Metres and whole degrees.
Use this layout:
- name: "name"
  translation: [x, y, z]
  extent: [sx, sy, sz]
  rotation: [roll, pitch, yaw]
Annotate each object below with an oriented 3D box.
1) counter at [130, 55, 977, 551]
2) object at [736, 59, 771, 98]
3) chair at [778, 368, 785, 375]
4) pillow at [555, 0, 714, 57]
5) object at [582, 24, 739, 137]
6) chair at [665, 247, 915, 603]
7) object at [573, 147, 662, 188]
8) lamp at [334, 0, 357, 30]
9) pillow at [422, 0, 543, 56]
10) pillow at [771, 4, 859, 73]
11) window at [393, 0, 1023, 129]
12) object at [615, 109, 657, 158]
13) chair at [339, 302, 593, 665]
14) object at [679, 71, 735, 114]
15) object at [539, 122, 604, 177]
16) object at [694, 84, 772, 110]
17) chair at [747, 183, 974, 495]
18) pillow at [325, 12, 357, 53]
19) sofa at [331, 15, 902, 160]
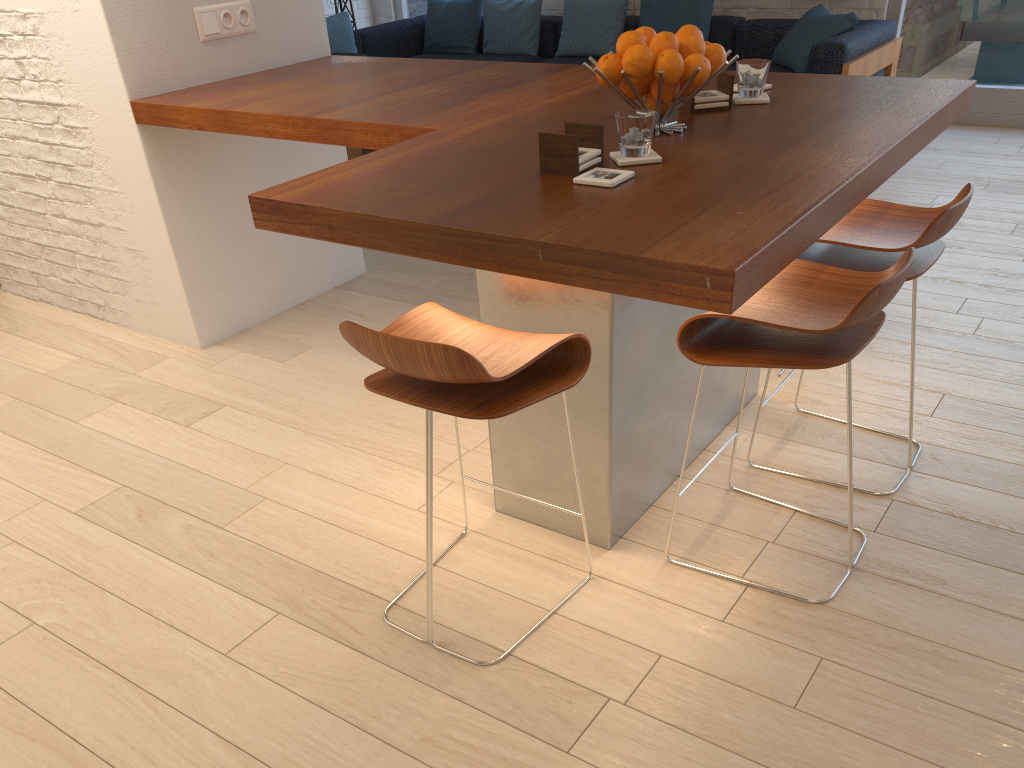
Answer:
- name: "counter"
  translation: [-0.175, -0.358, 2.776]
  extent: [2.438, 1.000, 1.588]
  rotation: [16, 36, 31]
- name: "object"
  translation: [0.648, -0.824, 2.357]
  extent: [0.088, 0.091, 0.087]
  rotation: [-26, 38, -32]
- name: "chair"
  translation: [0.864, -0.498, 3.058]
  extent: [0.395, 0.837, 0.398]
  rotation: [18, 38, 30]
- name: "pillow"
  translation: [0.854, -2.538, 6.175]
  extent: [1.184, 0.452, 0.239]
  rotation: [14, 37, 29]
- name: "object"
  translation: [0.352, -0.733, 2.106]
  extent: [0.363, 0.241, 0.336]
  rotation: [-3, 31, 2]
- name: "chair"
  translation: [0.659, 0.074, 2.064]
  extent: [0.412, 0.837, 0.381]
  rotation: [18, 38, 30]
- name: "object"
  translation: [0.200, -0.492, 1.904]
  extent: [0.200, 0.038, 0.271]
  rotation: [16, 35, 32]
- name: "lamp"
  translation: [-1.153, -3.269, 7.090]
  extent: [0.870, 1.992, 0.464]
  rotation: [1, 33, 7]
- name: "pillow"
  translation: [-0.249, -2.806, 6.852]
  extent: [1.082, 0.433, 0.228]
  rotation: [14, 36, 29]
- name: "pillow"
  translation: [1.902, -2.167, 5.488]
  extent: [0.377, 0.355, 0.519]
  rotation: [-6, 31, -3]
- name: "window"
  translation: [4.018, -4.461, 3.512]
  extent: [12.049, 6.941, 0.608]
  rotation: [15, 37, 29]
- name: "object"
  translation: [0.271, -0.548, 1.913]
  extent: [0.089, 0.091, 0.085]
  rotation: [15, 36, 28]
- name: "chair"
  translation: [-0.100, 0.185, 1.966]
  extent: [0.395, 0.837, 0.398]
  rotation: [18, 38, 30]
- name: "object"
  translation: [0.517, -0.778, 2.321]
  extent: [0.114, 0.089, 0.086]
  rotation: [-8, 32, -7]
- name: "object"
  translation: [0.130, -0.509, 1.891]
  extent: [0.091, 0.089, 0.108]
  rotation: [17, 37, 31]
- name: "object"
  translation: [0.625, -0.800, 2.398]
  extent: [0.192, 0.038, 0.375]
  rotation: [20, 37, 36]
- name: "chair"
  translation: [0.964, -0.141, 2.409]
  extent: [0.412, 0.837, 0.381]
  rotation: [18, 38, 30]
- name: "pillow"
  translation: [-1.328, -2.455, 6.346]
  extent: [0.218, 0.442, 0.523]
  rotation: [18, 37, 31]
- name: "sofa"
  translation: [0.302, -2.037, 5.995]
  extent: [3.858, 0.719, 1.958]
  rotation: [15, 35, 30]
